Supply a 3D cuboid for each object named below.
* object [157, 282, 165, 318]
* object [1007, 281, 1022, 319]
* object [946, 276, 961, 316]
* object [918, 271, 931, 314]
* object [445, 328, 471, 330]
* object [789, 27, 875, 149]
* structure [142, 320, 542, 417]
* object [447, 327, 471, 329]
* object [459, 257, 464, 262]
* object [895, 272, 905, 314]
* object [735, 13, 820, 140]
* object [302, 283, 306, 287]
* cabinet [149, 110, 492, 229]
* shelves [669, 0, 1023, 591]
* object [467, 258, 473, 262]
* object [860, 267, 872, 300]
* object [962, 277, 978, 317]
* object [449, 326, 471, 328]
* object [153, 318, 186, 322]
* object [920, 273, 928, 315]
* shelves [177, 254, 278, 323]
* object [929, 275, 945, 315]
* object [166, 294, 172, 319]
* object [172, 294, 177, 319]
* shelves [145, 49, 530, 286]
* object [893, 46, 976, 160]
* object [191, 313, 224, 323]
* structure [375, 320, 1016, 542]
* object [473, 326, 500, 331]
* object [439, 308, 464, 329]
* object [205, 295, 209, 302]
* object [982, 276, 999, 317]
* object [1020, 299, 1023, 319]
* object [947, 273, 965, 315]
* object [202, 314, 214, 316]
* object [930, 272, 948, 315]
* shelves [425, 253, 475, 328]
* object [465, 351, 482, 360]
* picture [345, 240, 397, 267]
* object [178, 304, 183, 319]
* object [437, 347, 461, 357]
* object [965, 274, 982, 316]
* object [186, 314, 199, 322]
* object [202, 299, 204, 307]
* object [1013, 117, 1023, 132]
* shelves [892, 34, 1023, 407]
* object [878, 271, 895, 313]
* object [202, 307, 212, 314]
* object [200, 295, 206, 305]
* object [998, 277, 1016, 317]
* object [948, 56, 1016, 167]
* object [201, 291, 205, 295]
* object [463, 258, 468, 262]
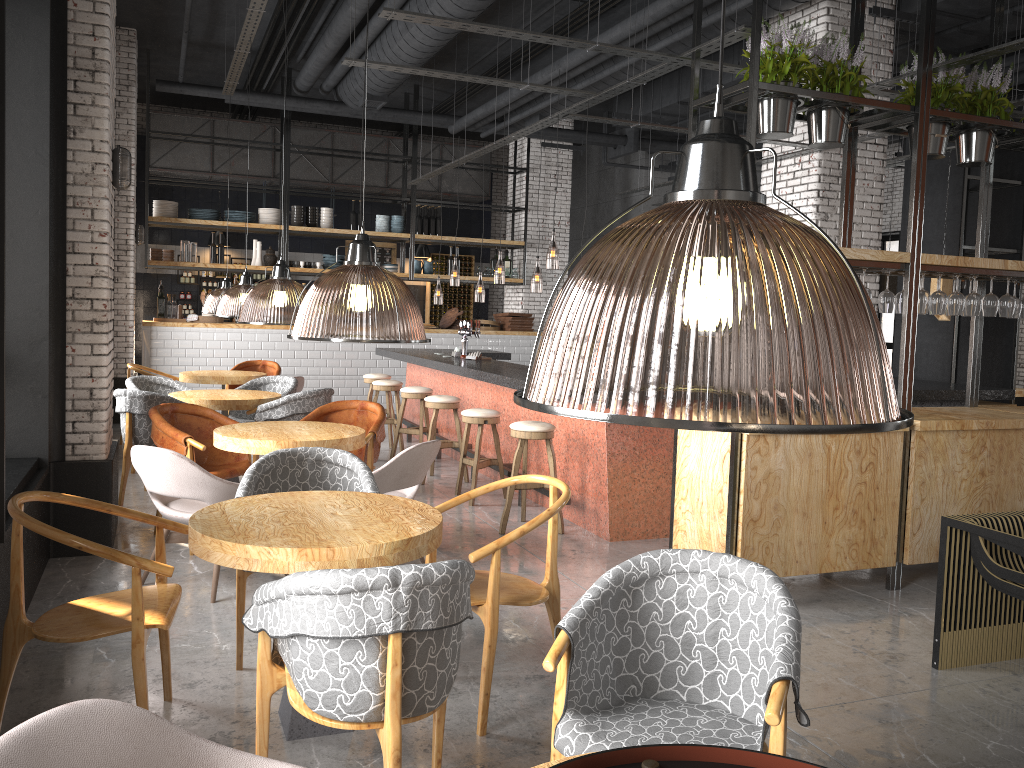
[{"bbox_3d":[-4.808,-1.146,12.149,0.106,0.553,0.157,1,4,-23],"label":"object"},{"bbox_3d":[3.492,-0.590,6.165,0.101,0.267,0.101,3,4,15],"label":"object"},{"bbox_3d":[2.967,-0.592,5.955,0.101,0.267,0.101,2,4,-8],"label":"object"},{"bbox_3d":[2.534,-0.568,5.474,0.101,0.267,0.101,2,4,-8],"label":"object"},{"bbox_3d":[-0.824,-0.865,13.866,0.458,0.019,0.407,3,5,13],"label":"object"},{"bbox_3d":[1.920,-1.729,5.387,0.417,0.558,0.467,6,5,45],"label":"object"},{"bbox_3d":[-2.511,-0.216,13.566,5.800,1.344,1.513,0,4,-22],"label":"structure"},{"bbox_3d":[-0.805,-0.881,13.865,0.458,0.019,0.407,6,6,40],"label":"object"},{"bbox_3d":[-0.979,-2.412,17.181,0.079,0.079,0.284,0,5,-22],"label":"object"},{"bbox_3d":[2.556,-0.593,5.791,0.101,0.267,0.101,2,4,-8],"label":"object"},{"bbox_3d":[1.540,-1.723,5.148,0.467,0.558,0.417,3,4,18],"label":"object"},{"bbox_3d":[-3.057,-1.279,13.027,0.154,0.404,0.155,1,4,-22],"label":"object"},{"bbox_3d":[-3.243,-3.517,15.579,5.863,1.766,0.683,0,4,-22],"label":"cabinet"},{"bbox_3d":[2.873,-1.268,5.701,3.659,5.012,0.691,0,4,-22],"label":"shelves"},{"bbox_3d":[-0.811,-2.413,17.269,0.079,0.079,0.284,0,5,-22],"label":"object"},{"bbox_3d":[2.101,-0.569,5.301,0.101,0.267,0.101,3,4,9],"label":"object"},{"bbox_3d":[3.104,-0.591,6.010,0.101,0.267,0.101,2,4,-8],"label":"object"},{"bbox_3d":[-0.827,-0.897,13.863,0.458,0.019,0.407,3,5,6],"label":"object"},{"bbox_3d":[-4.756,-0.888,12.315,0.411,0.050,0.412,0,5,-23],"label":"object"},{"bbox_3d":[2.693,-0.593,5.845,0.101,0.267,0.101,2,4,-8],"label":"object"},{"bbox_3d":[-5.017,-1.553,15.771,1.761,1.480,0.158,0,4,-22],"label":"shelves"},{"bbox_3d":[2.830,-0.592,5.900,0.101,0.267,0.101,2,4,-8],"label":"object"},{"bbox_3d":[-4.721,-1.054,12.205,0.070,0.367,0.107,1,4,-23],"label":"object"},{"bbox_3d":[-4.661,-1.054,12.231,0.070,0.367,0.107,1,4,-23],"label":"object"},{"bbox_3d":[-2.478,-3.154,13.440,5.676,3.063,0.598,0,4,-22],"label":"shelves"},{"bbox_3d":[2.661,-1.724,5.650,0.467,0.558,0.417,3,4,17],"label":"object"},{"bbox_3d":[-4.251,-0.915,12.358,0.420,0.156,0.437,6,6,41],"label":"object"},{"bbox_3d":[1.297,0.135,9.603,4.310,1.531,5.885,0,5,-22],"label":"structure"},{"bbox_3d":[-0.403,-0.900,13.988,0.437,0.097,0.437,2,5,3],"label":"object"},{"bbox_3d":[-0.948,-1.013,13.689,0.242,0.338,0.488,-1,5,-36],"label":"object"},{"bbox_3d":[-4.259,-1.064,12.423,0.137,0.369,0.033,4,4,34],"label":"object"},{"bbox_3d":[3.073,-0.567,5.690,0.101,0.267,0.101,2,4,-8],"label":"object"},{"bbox_3d":[3.611,-0.590,6.213,0.101,0.267,0.101,3,4,15],"label":"object"},{"bbox_3d":[2.799,-0.567,5.580,0.101,0.267,0.101,2,4,-8],"label":"object"},{"bbox_3d":[-4.199,-0.932,12.264,0.160,0.078,0.161,-2,6,-44],"label":"object"},{"bbox_3d":[2.662,-0.568,5.525,0.101,0.267,0.101,2,4,-8],"label":"object"},{"bbox_3d":[-1.220,-1.434,17.248,0.889,2.146,0.251,1,4,-22],"label":"shelves"},{"bbox_3d":[-0.414,-0.307,9.480,0.178,0.091,0.091,6,6,43],"label":"object"},{"bbox_3d":[-2.687,-2.131,16.844,0.980,1.141,0.021,0,4,-22],"label":"picture"},{"bbox_3d":[-4.584,-0.979,12.256,0.056,0.248,0.056,4,4,30],"label":"object"},{"bbox_3d":[-0.799,-0.387,10.214,0.200,0.106,0.767,0,5,-22],"label":"object"},{"bbox_3d":[2.936,-0.567,5.635,0.101,0.267,0.101,2,4,-8],"label":"object"},{"bbox_3d":[-4.352,-0.912,12.264,0.187,0.110,0.283,3,5,15],"label":"object"},{"bbox_3d":[-4.309,-1.040,12.448,0.052,0.328,0.071,4,4,24],"label":"object"},{"bbox_3d":[3.790,-1.723,6.120,0.467,0.558,0.417,1,4,-14],"label":"object"},{"bbox_3d":[5.183,-1.859,10.180,1.003,4.361,6.156,1,4,-22],"label":"shelves"},{"bbox_3d":[2.428,-0.593,5.739,0.101,0.267,0.101,2,4,-8],"label":"object"},{"bbox_3d":[-4.292,-0.974,12.470,0.129,0.204,0.129,3,4,14],"label":"object"},{"bbox_3d":[-4.336,-1.074,12.465,0.087,0.355,0.026,2,3,1],"label":"object"},{"bbox_3d":[3.210,-0.566,5.745,0.101,0.267,0.101,2,4,-8],"label":"object"},{"bbox_3d":[3.055,-1.726,5.839,0.416,0.558,0.467,5,5,36],"label":"object"},{"bbox_3d":[-4.338,-1.160,12.489,0.090,0.289,0.017,3,4,15],"label":"object"},{"bbox_3d":[-0.904,-2.414,17.248,0.079,0.079,0.284,0,5,-22],"label":"object"}]
